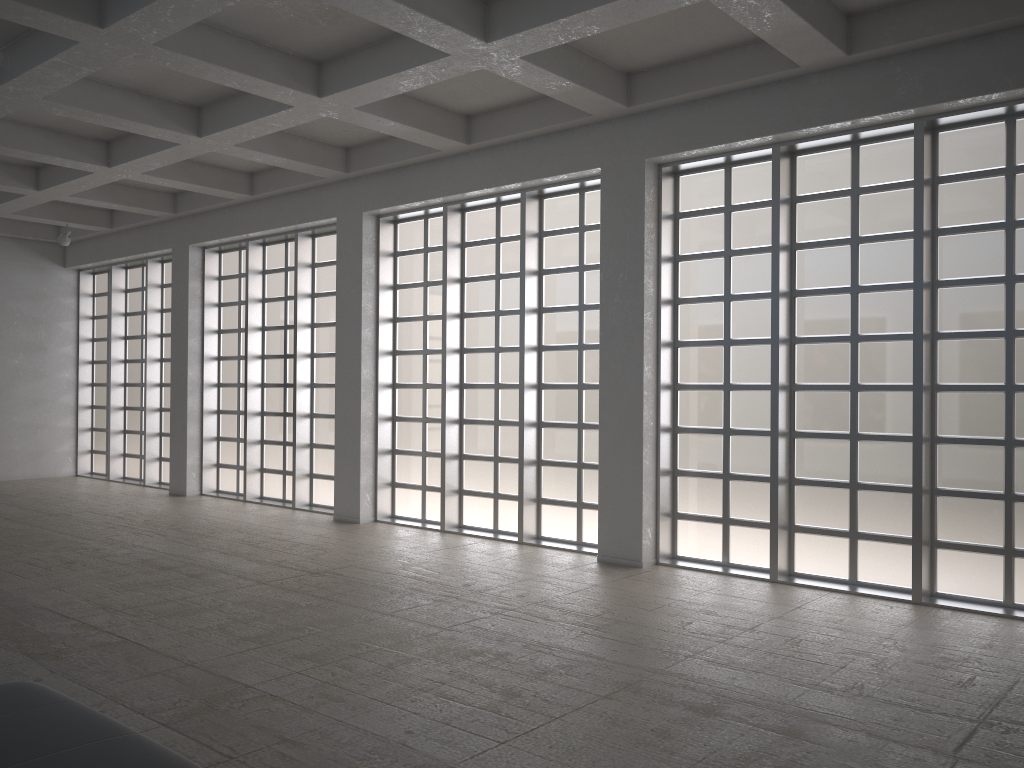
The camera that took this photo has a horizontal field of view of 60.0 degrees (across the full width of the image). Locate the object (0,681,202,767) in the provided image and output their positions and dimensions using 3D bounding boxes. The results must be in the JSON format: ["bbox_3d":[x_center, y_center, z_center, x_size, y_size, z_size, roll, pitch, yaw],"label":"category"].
[{"bbox_3d":[-3.570,2.936,6.348,3.044,0.828,1.616,0,-1,40],"label":"object"}]
